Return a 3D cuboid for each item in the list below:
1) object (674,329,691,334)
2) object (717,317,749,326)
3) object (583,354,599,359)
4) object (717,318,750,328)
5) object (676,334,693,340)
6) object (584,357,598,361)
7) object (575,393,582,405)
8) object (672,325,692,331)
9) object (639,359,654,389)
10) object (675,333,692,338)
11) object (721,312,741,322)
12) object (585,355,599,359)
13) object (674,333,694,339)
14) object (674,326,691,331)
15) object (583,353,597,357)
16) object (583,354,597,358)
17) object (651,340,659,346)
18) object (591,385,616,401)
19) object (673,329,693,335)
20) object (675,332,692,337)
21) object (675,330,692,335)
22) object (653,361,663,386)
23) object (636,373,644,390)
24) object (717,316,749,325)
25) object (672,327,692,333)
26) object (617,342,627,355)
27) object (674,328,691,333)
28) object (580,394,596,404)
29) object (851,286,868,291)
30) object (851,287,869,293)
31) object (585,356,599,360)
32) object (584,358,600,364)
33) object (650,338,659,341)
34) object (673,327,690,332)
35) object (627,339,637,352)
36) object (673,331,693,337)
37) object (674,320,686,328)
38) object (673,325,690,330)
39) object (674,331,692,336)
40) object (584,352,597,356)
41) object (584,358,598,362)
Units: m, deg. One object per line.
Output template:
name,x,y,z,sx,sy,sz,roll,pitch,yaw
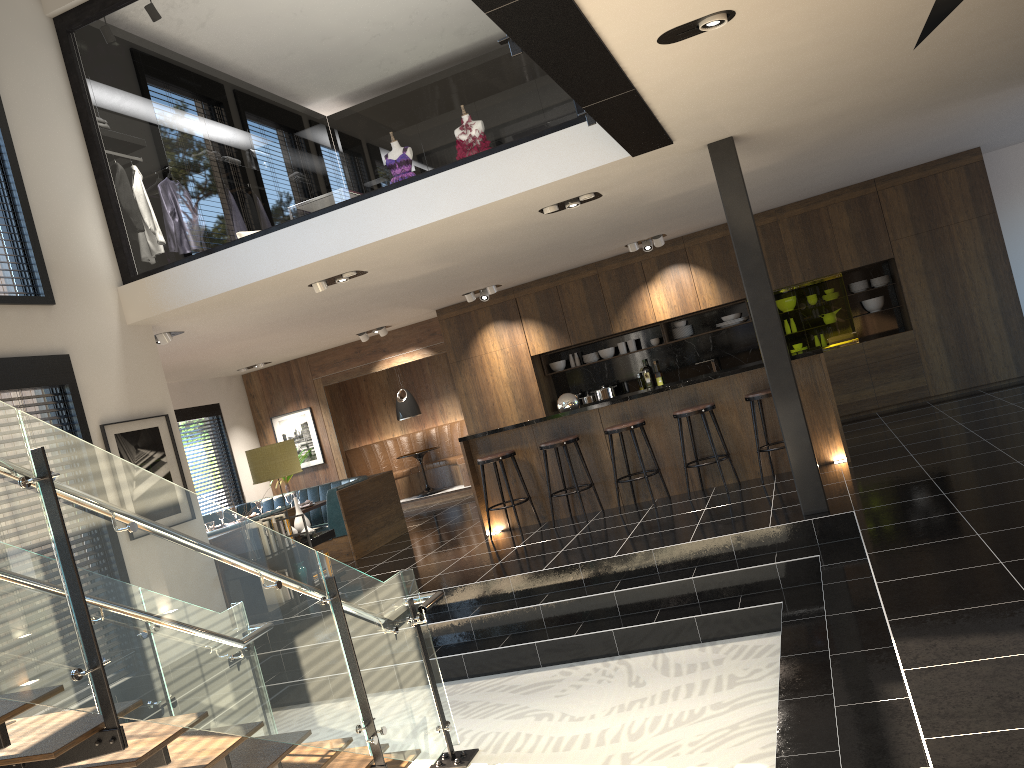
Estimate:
object,2.280,-0.693,11.847,0.268,0.024,0.269,-14,0,-33
object,2.885,-0.797,11.573,0.437,0.039,0.439,-14,0,-36
object,1.085,-0.364,12.174,0.221,0.033,0.220,-15,0,15
object,2.888,-0.785,11.573,0.437,0.039,0.439,-14,0,-36
object,2.298,-0.623,11.847,0.268,0.024,0.269,-14,0,-33
object,1.094,-0.331,12.174,0.221,0.033,0.220,-15,0,15
object,0.826,0.226,12.190,0.254,0.218,0.236,-15,0,-24
object,2.268,-0.737,11.846,0.268,0.024,0.269,-14,0,-33
object,1.823,-0.108,12.059,0.133,0.451,0.116,-15,0,18
object,2.294,-0.639,11.847,0.268,0.024,0.269,-14,0,-33
object,2.868,-0.857,11.575,0.254,0.088,0.253,-15,0,44
object,1.088,-0.353,12.174,0.221,0.033,0.220,-15,0,15
object,2.296,-0.631,11.847,0.268,0.024,0.269,-14,0,-33
object,2.270,-0.730,11.846,0.268,0.024,0.269,-14,0,-33
object,1.080,-0.386,12.174,0.221,0.033,0.220,-15,0,15
object,1.083,-0.373,12.174,0.221,0.033,0.220,-15,0,15
object,1.926,-0.549,11.898,0.122,0.072,0.122,-15,0,44
object,1.238,0.126,11.832,0.300,0.218,0.279,-15,0,-39
object,2.282,-0.684,11.847,0.268,0.024,0.269,-14,0,-33
object,2.291,-0.650,11.847,0.268,0.024,0.269,-14,0,-33
object,2.284,-0.677,11.847,0.268,0.024,0.269,-14,0,-33
object,1.978,-0.119,12.017,0.077,0.395,0.077,-15,0,-30
object,1.751,-0.004,12.088,0.058,0.287,0.057,-14,1,31
object,2.881,-0.812,11.573,0.437,0.039,0.439,-14,0,-36
object,2.275,-0.711,11.847,0.268,0.024,0.269,-14,0,-33
object,1.498,-0.482,12.016,0.109,0.161,0.109,-15,0,1
object,2.277,-0.704,11.847,0.268,0.024,0.269,-14,0,-33
object,1.043,0.208,12.023,0.210,0.143,0.195,-15,0,-24
object,4.337,-1.177,11.064,0.221,0.033,0.220,-15,0,28
object,4.341,-1.165,11.064,0.221,0.033,0.220,-15,0,28
object,1.091,-0.341,12.174,0.221,0.033,0.220,-15,0,15
object,1.100,-0.307,12.174,0.221,0.033,0.220,-15,0,15
object,1.920,-0.573,11.898,0.122,0.072,0.122,-15,0,44
object,2.273,-0.720,11.846,0.268,0.024,0.269,-14,0,-33
object,1.622,-0.515,11.974,0.110,0.161,0.109,-15,0,31
object,2.289,-0.657,11.847,0.268,0.024,0.269,-14,0,-33
object,2.252,-0.787,11.846,0.168,0.087,0.167,-15,0,38
object,2.266,-0.746,11.846,0.268,0.024,0.269,-14,0,-33
object,2.287,-0.666,11.847,0.268,0.024,0.269,-14,0,-33
object,1.077,-0.397,12.174,0.221,0.033,0.220,-15,0,15
object,1.097,-0.319,12.174,0.221,0.033,0.220,-15,0,15
